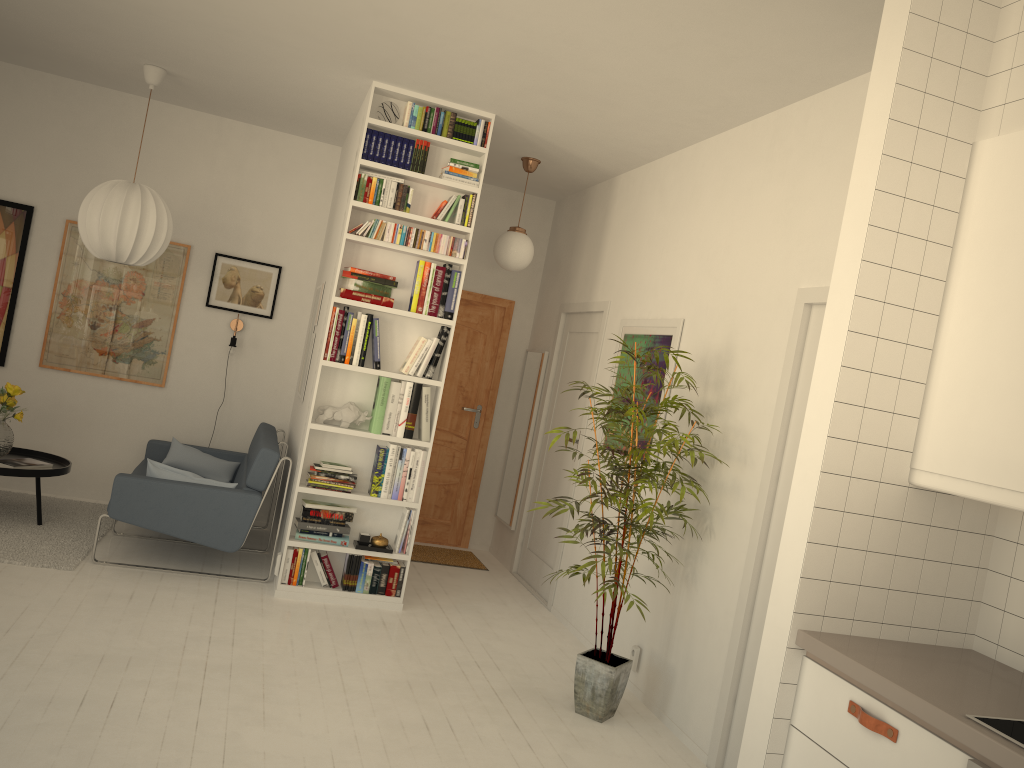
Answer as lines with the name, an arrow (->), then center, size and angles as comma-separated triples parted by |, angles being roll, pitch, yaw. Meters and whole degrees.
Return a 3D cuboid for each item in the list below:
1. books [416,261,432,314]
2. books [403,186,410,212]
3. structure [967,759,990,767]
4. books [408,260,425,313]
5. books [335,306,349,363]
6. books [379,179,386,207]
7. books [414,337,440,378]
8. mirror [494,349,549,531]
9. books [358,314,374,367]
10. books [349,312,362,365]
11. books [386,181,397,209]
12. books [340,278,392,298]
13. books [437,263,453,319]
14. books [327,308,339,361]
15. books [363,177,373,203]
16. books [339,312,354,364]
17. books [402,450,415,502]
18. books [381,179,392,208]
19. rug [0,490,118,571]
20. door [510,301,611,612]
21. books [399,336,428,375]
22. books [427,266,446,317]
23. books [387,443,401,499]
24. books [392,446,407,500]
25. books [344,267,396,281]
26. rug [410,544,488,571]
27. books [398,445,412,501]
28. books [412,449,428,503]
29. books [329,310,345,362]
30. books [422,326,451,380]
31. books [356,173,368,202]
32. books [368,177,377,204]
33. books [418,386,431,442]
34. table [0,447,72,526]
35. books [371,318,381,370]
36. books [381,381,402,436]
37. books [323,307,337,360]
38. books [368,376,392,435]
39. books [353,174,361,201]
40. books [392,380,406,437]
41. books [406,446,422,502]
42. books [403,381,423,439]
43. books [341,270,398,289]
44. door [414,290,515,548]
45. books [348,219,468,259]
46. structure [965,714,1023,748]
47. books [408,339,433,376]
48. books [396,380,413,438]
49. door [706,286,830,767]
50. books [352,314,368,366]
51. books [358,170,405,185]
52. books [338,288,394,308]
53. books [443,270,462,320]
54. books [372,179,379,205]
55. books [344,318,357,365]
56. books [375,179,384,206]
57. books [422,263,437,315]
books -> -0.528, -0.553, 5.147 | 0.039, 0.302, 0.199 | 11, 0, -16
books -> -0.616, -1.046, 5.075 | 0.016, 0.158, 0.146 | 11, 1, -16
structure -> 1.291, 1.066, 1.580 | 0.704, 0.447, 0.682 | 11, 1, -16
books -> -0.562, -0.562, 5.143 | 0.032, 0.300, 0.200 | 11, 0, -16
books -> -0.970, -0.281, 5.025 | 0.021, 0.317, 0.179 | 11, 0, -16
books -> -0.746, -1.069, 5.032 | 0.012, 0.155, 0.208 | 11, 1, -16
books -> -0.505, -0.157, 5.173 | 0.092, 0.244, 0.197 | 11, 0, -16
mirror -> 0.068, 0.412, 6.910 | 0.029, 1.370, 0.500 | 11, 0, -16
books -> -0.841, -0.250, 5.049 | 0.033, 0.306, 0.150 | 11, 0, -16
books -> -0.903, -0.260, 5.054 | 0.020, 0.304, 0.193 | 11, 0, -16
books -> -0.699, -1.060, 5.055 | 0.035, 0.158, 0.200 | 11, 1, -16
books -> -0.829, -0.543, 5.055 | 0.128, 0.064, 0.268 | 11, 1, 44
books -> -0.407, -0.538, 5.170 | 0.039, 0.317, 0.161 | 11, 0, -16
books -> -1.021, -0.283, 5.018 | 0.015, 0.301, 0.207 | 11, 0, -16
books -> -0.827, -1.081, 5.014 | 0.030, 0.149, 0.202 | 11, 1, -16
books -> -0.948, -0.263, 5.030 | 0.030, 0.289, 0.200 | 11, 0, -16
books -> -0.618, 0.523, 5.167 | 0.022, 0.291, 0.208 | 11, 0, -16
books -> -0.730, -1.068, 5.054 | 0.028, 0.159, 0.223 | 11, 1, -16
rug -> -3.146, 0.814, 5.319 | 1.303, 0.012, 1.661 | 11, 1, -15
door -> 0.363, 0.445, 6.165 | 0.166, 2.033, 0.955 | 11, 0, -16
books -> -0.572, -0.164, 5.122 | 0.115, 0.232, 0.133 | 11, 0, -16
books -> -0.454, -0.534, 5.157 | 0.059, 0.291, 0.182 | 11, 0, -16
books -> -0.702, 0.497, 5.166 | 0.027, 0.311, 0.229 | 11, 0, -16
books -> -0.663, 0.512, 5.135 | 0.035, 0.304, 0.150 | 11, 0, -16
books -> -0.821, -0.624, 5.057 | 0.266, 0.026, 0.203 | 10, 1, -27
rug -> -0.689, 1.272, 6.648 | 0.941, 0.002, 0.553 | 11, 1, -16
books -> -0.643, 0.511, 5.174 | 0.025, 0.305, 0.213 | 11, 0, -16
books -> -0.559, 0.528, 5.205 | 0.039, 0.303, 0.229 | 11, 0, -16
books -> -0.997, -0.273, 5.017 | 0.032, 0.291, 0.203 | 11, 0, -16
books -> -0.447, -0.184, 5.180 | 0.092, 0.319, 0.179 | 11, 0, -16
books -> -0.855, -1.091, 5.002 | 0.034, 0.162, 0.197 | 11, 1, -16
books -> -0.799, -1.078, 5.017 | 0.023, 0.152, 0.199 | 11, 1, -16
books -> -0.521, 0.167, 5.189 | 0.099, 0.316, 0.229 | 11, 0, -16
table -> -3.115, 0.624, 5.361 | 0.761, 0.386, 0.761 | 11, 1, 0
books -> -0.785, -0.232, 5.079 | 0.093, 0.288, 0.200 | 11, 0, -16
books -> -0.712, 0.137, 5.127 | 0.065, 0.311, 0.200 | 11, 0, -16
books -> -1.039, -0.287, 5.018 | 0.021, 0.301, 0.222 | 11, 0, -16
books -> -0.767, 0.116, 5.106 | 0.056, 0.328, 0.229 | 11, 0, -16
books -> -0.888, -1.096, 5.018 | 0.019, 0.156, 0.205 | 11, 1, -16
books -> -0.674, 0.135, 5.157 | 0.023, 0.321, 0.235 | 11, 0, -16
books -> -0.585, 0.522, 5.166 | 0.037, 0.308, 0.161 | 11, 0, -16
books -> -0.593, 0.147, 5.161 | 0.056, 0.327, 0.202 | 11, 0, -16
books -> -0.821, -0.594, 5.067 | 0.314, 0.035, 0.205 | 11, 1, -16
door -> -0.616, 0.246, 7.073 | 0.930, 2.033, 0.159 | 11, 0, -16
books -> -0.612, -0.834, 5.101 | 0.664, 0.110, 0.278 | 11, 1, -16
structure -> 1.295, 0.777, 1.571 | 0.504, 0.057, 0.764 | 11, 1, -16
books -> -0.541, -0.156, 5.139 | 0.105, 0.225, 0.138 | 11, 0, -16
books -> -0.640, 0.141, 5.152 | 0.037, 0.324, 0.240 | 11, 0, -16
door -> 1.192, 0.642, 3.261 | 0.166, 2.033, 0.955 | 11, 0, -16
books -> -0.875, -0.250, 5.047 | 0.032, 0.291, 0.189 | 11, 0, -16
books -> -0.739, -1.161, 5.043 | 0.255, 0.022, 0.189 | 11, 1, -6
books -> -0.836, -0.485, 5.047 | 0.300, 0.056, 0.202 | 11, 1, -16
books -> -0.365, -0.516, 5.182 | 0.054, 0.289, 0.179 | 11, 0, -16
books -> -0.786, -1.075, 5.036 | 0.013, 0.149, 0.208 | 11, 1, -16
books -> -0.923, -0.242, 5.031 | 0.024, 0.260, 0.199 | 11, 0, -16
books -> -0.767, -1.074, 5.042 | 0.024, 0.155, 0.188 | 11, 1, -16
books -> -0.496, -0.546, 5.151 | 0.029, 0.301, 0.185 | 11, 0, -16
